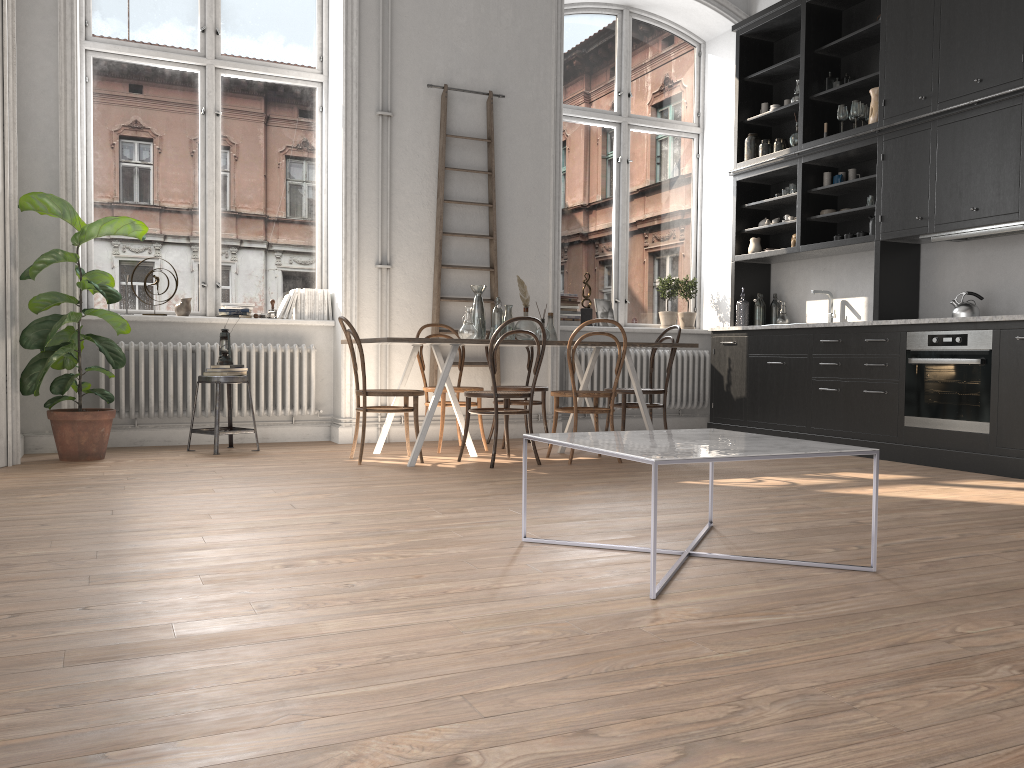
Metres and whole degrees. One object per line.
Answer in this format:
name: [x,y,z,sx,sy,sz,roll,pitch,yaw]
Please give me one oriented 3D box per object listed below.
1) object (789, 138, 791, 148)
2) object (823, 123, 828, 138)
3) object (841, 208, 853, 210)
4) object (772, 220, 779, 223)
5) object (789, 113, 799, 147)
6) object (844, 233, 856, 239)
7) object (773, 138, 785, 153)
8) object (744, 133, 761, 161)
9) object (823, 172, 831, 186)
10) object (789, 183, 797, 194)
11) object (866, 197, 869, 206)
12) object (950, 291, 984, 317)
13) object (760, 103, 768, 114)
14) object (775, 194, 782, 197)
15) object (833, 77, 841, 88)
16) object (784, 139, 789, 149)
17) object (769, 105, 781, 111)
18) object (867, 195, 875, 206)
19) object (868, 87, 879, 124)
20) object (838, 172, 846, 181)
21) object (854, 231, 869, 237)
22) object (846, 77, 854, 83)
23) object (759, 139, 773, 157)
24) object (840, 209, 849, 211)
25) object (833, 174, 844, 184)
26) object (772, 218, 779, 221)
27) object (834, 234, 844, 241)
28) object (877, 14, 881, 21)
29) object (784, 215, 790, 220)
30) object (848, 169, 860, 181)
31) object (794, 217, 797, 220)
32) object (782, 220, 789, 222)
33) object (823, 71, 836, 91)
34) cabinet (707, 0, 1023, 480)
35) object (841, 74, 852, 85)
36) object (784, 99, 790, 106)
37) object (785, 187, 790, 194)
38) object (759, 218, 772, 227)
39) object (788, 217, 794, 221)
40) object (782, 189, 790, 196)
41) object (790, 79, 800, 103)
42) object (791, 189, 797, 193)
object: [2.373,-1.999,7.429,0.092,0.184,0.092,0,2,-10]
object: [2.462,-1.973,6.959,0.123,0.161,0.123,0,2,-16]
object: [2.631,-1.350,6.951,0.112,0.036,0.112,1,2,18]
object: [2.246,-1.373,7.557,0.055,0.033,0.058,2,2,40]
object: [2.307,-2.078,7.146,0.134,0.358,0.134,1,2,20]
object: [2.549,-1.111,6.685,0.104,0.059,0.088,2,3,44]
object: [2.249,-1.984,7.470,0.096,0.150,0.096,-1,3,-36]
object: [2.080,-2.036,7.659,0.118,0.238,0.118,-1,3,-39]
object: [2.502,-1.604,7.029,0.059,0.135,0.082,2,3,33]
object: [2.326,-1.602,7.343,0.060,0.107,0.060,1,2,3]
object: [2.677,-1.353,6.645,0.058,0.094,0.058,1,2,15]
object: [3.013,-0.522,5.885,0.171,0.186,0.171,0,2,-14]
object: [2.192,-2.362,7.698,0.059,0.135,0.082,1,2,3]
object: [2.254,-1.577,7.483,0.071,0.047,0.071,1,2,13]
object: [2.536,-2.328,6.918,0.053,0.125,0.041,2,3,32]
object: [2.318,-2.000,7.600,0.092,0.184,0.092,2,2,31]
object: [2.259,-2.339,7.612,0.096,0.095,0.096,1,2,9]
object: [2.663,-1.351,6.574,0.058,0.094,0.058,1,2,15]
object: [2.641,-2.007,6.436,0.094,0.267,0.116,1,2,17]
object: [2.600,-1.603,7.015,0.082,0.135,0.059,1,2,3]
object: [2.610,-1.108,6.602,0.104,0.059,0.088,0,2,-16]
object: [2.622,-2.325,6.887,0.044,0.121,0.058,1,2,2]
object: [2.157,-1.991,7.540,0.114,0.155,0.114,0,2,-21]
object: [2.631,-1.342,6.951,0.123,0.036,0.123,-1,2,-37]
object: [2.546,-1.579,6.922,0.082,0.094,0.140,2,2,30]
object: [2.246,-1.393,7.556,0.055,0.047,0.058,0,2,-10]
object: [2.509,-1.115,6.790,0.088,0.059,0.104,-1,2,-36]
object: [2.750,-2.681,6.558,0.056,0.121,0.166,1,2,0]
object: [2.301,-1.385,7.418,0.039,0.055,0.049,0,2,-4]
object: [2.653,-1.599,6.886,0.059,0.135,0.082,-1,3,-42]
object: [2.362,-1.356,7.335,0.049,0.041,0.056,2,2,38]
object: [2.302,-1.354,7.413,0.085,0.016,0.085,1,2,7]
object: [2.510,-2.368,7.001,0.084,0.199,0.065,1,2,-3]
cabinet: [2.677,-1.282,6.375,0.635,3.584,3.250,0,2,-25]
object: [2.636,-2.355,6.993,0.065,0.177,0.084,1,2,-3]
object: [2.355,-2.356,7.573,0.059,0.135,0.082,1,2,-2]
object: [2.335,-1.606,7.484,0.060,0.107,0.060,2,3,33]
object: [2.206,-1.393,7.711,0.140,0.100,0.125,-1,3,-43]
object: [2.309,-1.358,7.351,0.049,0.054,0.039,1,2,1]
object: [2.284,-1.585,7.405,0.064,0.069,0.064,1,2,23]
object: [2.362,-2.390,7.301,0.132,0.219,0.132,2,3,40]
object: [2.328,-1.569,7.274,0.071,0.047,0.071,1,2,13]
